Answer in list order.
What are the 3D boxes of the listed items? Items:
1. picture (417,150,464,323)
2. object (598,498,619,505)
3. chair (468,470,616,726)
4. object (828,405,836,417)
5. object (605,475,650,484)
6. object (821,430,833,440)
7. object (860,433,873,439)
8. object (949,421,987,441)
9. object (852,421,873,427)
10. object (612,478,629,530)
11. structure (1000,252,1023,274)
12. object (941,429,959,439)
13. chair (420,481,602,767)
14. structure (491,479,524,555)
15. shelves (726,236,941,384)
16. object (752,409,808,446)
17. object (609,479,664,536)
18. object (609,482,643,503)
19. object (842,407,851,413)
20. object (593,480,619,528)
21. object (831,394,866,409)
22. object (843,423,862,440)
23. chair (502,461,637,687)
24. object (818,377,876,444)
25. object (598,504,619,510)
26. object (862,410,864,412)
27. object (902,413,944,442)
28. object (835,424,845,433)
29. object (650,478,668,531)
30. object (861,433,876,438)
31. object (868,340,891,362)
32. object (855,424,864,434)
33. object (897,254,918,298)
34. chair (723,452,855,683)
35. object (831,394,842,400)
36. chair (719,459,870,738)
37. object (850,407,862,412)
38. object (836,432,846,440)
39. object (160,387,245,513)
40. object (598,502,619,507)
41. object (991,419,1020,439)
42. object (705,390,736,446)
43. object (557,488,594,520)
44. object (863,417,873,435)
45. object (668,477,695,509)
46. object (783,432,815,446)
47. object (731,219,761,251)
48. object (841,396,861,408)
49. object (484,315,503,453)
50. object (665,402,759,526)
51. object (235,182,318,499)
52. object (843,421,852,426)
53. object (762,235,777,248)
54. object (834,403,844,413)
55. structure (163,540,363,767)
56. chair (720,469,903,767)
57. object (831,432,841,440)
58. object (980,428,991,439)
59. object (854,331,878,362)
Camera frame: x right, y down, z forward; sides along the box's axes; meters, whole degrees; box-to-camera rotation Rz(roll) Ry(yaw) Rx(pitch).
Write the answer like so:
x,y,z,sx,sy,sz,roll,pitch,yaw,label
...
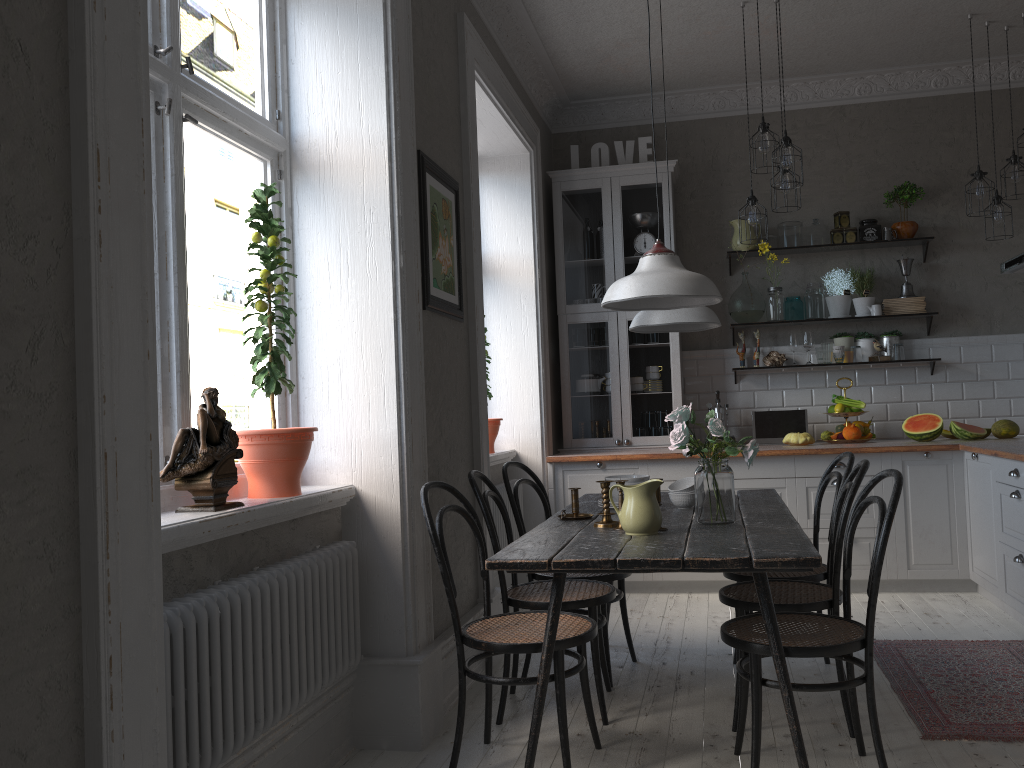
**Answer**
x,y,z,sx,sy,sz,roll,pitch,yaw,label
-0.285,-0.586,3.649,0.020,0.619,0.525,-3,-2,13,picture
0.461,0.469,3.505,0.233,0.027,0.242,-4,-2,35,object
0.125,0.783,3.402,0.546,0.920,0.441,-3,-2,9,chair
2.092,0.174,5.725,0.096,0.078,0.101,-2,-2,-1,object
0.458,0.413,3.506,0.179,0.094,0.180,-2,-2,3,object
2.054,0.336,5.743,0.075,0.072,0.155,-4,-3,41,object
2.244,0.336,5.628,0.069,0.051,0.088,-1,-2,-30,object
2.772,0.281,5.361,0.225,0.127,0.148,-2,-2,-6,object
2.256,0.264,5.710,0.126,0.056,0.060,-2,-2,3,object
0.367,0.400,2.971,0.061,0.172,0.063,-3,-2,33,object
2.632,-1.358,3.957,0.707,1.595,0.718,-3,-2,12,structure
2.815,0.318,5.630,0.196,0.067,0.104,-3,-2,18,object
0.002,0.770,2.856,0.542,0.920,0.443,-3,-2,19,chair
-0.110,0.783,4.892,0.147,0.428,1.232,-3,-2,11,structure
2.128,-0.458,5.928,1.306,0.923,0.230,-3,-2,11,shelves
1.759,0.286,5.817,0.349,0.226,0.089,-3,-2,11,object
0.407,0.395,2.842,0.152,0.170,0.133,-1,-2,-27,object
0.459,0.433,3.505,0.179,0.094,0.180,-2,-2,3,object
2.133,0.177,5.655,0.063,0.061,0.067,-3,-2,12,object
0.324,0.404,3.053,0.096,0.172,0.095,-2,-2,-7,object
2.158,0.111,5.682,0.208,0.101,0.068,-3,-2,17,object
2.141,0.303,5.579,0.114,0.110,0.110,-2,-2,-21,object
0.252,0.794,3.877,0.540,0.920,0.445,-3,-2,24,chair
2.152,0.169,5.708,0.353,0.425,0.351,-2,-2,-3,object
0.461,0.487,3.504,0.233,0.027,0.242,-3,-2,30,object
2.242,0.173,5.701,0.051,0.050,0.050,-3,-2,21,object
2.531,0.270,5.459,0.231,0.174,0.222,-4,-2,33,object
2.162,0.299,5.777,0.077,0.076,0.157,-4,-2,38,object
0.479,0.396,2.913,0.058,0.167,0.060,-3,-2,25,object
2.255,0.330,5.751,0.055,0.044,0.212,-1,-3,-40,object
2.419,-0.219,5.821,0.120,0.147,0.099,-2,-2,-21,object
2.196,0.292,5.646,0.087,0.078,0.089,-4,-2,38,object
2.603,-0.704,5.846,0.131,0.287,0.130,-2,-2,-3,object
1.151,0.750,3.666,0.546,0.920,0.441,-3,-2,9,chair
2.093,0.093,5.699,0.073,0.058,0.050,-2,-2,-12,object
1.023,0.740,3.194,0.542,0.920,0.443,-3,-2,19,chair
2.195,0.177,5.679,0.076,0.062,0.099,-2,-2,-15,object
2.103,0.345,5.712,0.070,0.076,0.228,-2,-2,-5,object
-0.822,0.171,2.345,0.119,0.329,0.239,-3,-2,14,object
0.461,0.478,3.504,0.241,0.027,0.234,-2,-2,-20,object
3.030,0.277,5.440,0.207,0.119,0.130,-1,-2,-26,object
1.358,0.230,5.806,0.204,0.370,0.356,-3,-2,12,object
0.237,0.447,3.315,0.140,0.112,0.139,-2,-2,-6,object
2.281,0.269,5.697,0.060,0.120,0.128,-4,-2,36,object
0.680,0.432,3.507,0.122,0.119,0.130,-3,-2,28,object
1.811,0.347,5.598,0.195,0.083,0.191,-3,-2,12,object
1.579,-0.998,5.990,0.187,0.216,0.176,-3,-2,26,object
2.201,0.122,5.743,0.177,0.096,0.090,-3,-2,32,object
-0.191,-0.001,5.180,0.254,0.813,0.265,-4,-2,39,object
0.681,0.266,3.002,0.309,0.414,0.253,-3,-2,10,object
-0.748,-0.149,2.740,0.276,0.991,0.264,-1,-2,-39,object
2.190,0.286,5.765,0.085,0.093,0.087,-3,-2,8,object
1.750,-0.950,6.016,0.102,0.111,0.104,-3,-2,12,object
2.089,0.156,5.649,0.058,0.069,0.080,-3,-2,31,object
-0.685,0.722,2.402,0.147,0.428,1.232,-3,-2,11,structure
0.906,0.727,2.669,0.546,0.920,0.441,-3,-2,9,chair
2.084,0.336,5.700,0.083,0.057,0.090,-4,-3,44,object
2.909,0.307,5.513,0.203,0.073,0.118,-1,-2,-25,object
2.365,-0.248,5.921,0.170,0.214,0.150,-4,-3,41,object
